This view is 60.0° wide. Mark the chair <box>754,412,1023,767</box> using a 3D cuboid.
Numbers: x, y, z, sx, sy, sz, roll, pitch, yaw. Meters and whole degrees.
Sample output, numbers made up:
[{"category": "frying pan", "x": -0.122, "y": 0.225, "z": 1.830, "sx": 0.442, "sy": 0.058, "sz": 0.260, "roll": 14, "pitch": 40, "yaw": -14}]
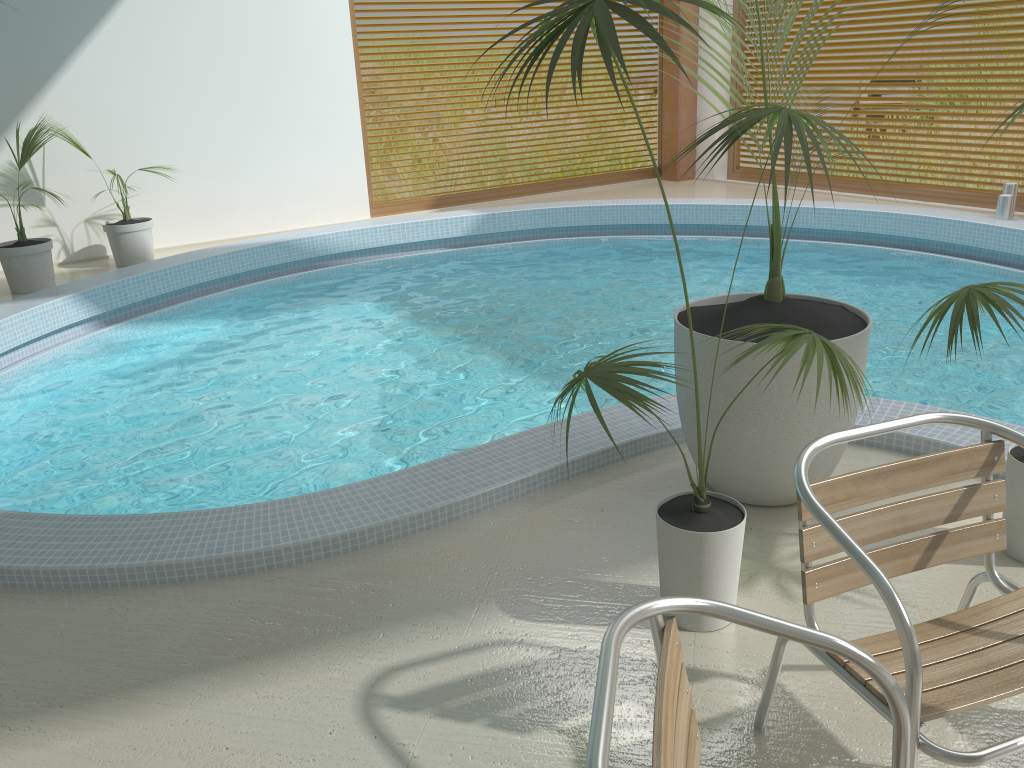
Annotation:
[{"category": "chair", "x": 0.918, "y": 0.510, "z": 1.839, "sx": 0.618, "sy": 0.727, "sz": 0.563, "roll": -10, "pitch": 21, "yaw": -18}]

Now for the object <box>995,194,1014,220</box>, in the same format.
[{"category": "object", "x": 4.106, "y": -1.480, "z": 7.391, "sx": 0.115, "sy": 0.204, "sz": 0.115, "roll": 0, "pitch": 20, "yaw": 9}]

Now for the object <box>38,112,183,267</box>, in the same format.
[{"category": "object", "x": -3.328, "y": -1.653, "z": 7.513, "sx": 1.067, "sy": 1.310, "sz": 0.822, "roll": -10, "pitch": 21, "yaw": -18}]

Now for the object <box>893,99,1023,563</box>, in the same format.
[{"category": "object", "x": 1.695, "y": -0.280, "z": 2.502, "sx": 1.059, "sy": 1.695, "sz": 0.791, "roll": 17, "pitch": 28, "yaw": 42}]

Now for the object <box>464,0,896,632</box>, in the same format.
[{"category": "object", "x": 0.442, "y": -0.112, "z": 2.215, "sx": 1.059, "sy": 1.695, "sz": 0.791, "roll": -1, "pitch": 20, "yaw": 4}]

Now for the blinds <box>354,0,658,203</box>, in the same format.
[{"category": "blinds", "x": -0.016, "y": -4.244, "z": 10.110, "sx": 4.500, "sy": 4.025, "sz": 0.099, "roll": -15, "pitch": 23, "yaw": -29}]

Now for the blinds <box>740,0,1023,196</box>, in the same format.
[{"category": "blinds", "x": 3.885, "y": -3.468, "z": 9.081, "sx": 0.095, "sy": 2.921, "sz": 4.200, "roll": -15, "pitch": 23, "yaw": -29}]

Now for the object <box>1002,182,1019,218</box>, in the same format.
[{"category": "object", "x": 4.310, "y": -1.579, "z": 7.699, "sx": 0.115, "sy": 0.320, "sz": 0.115, "roll": 3, "pitch": 21, "yaw": 16}]

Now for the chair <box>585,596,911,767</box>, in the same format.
[{"category": "chair", "x": 0.402, "y": 0.753, "z": 1.244, "sx": 0.563, "sy": 0.727, "sz": 0.618, "roll": 1, "pitch": 20, "yaw": 10}]

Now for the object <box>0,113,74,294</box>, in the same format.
[{"category": "object", "x": -3.735, "y": -1.372, "z": 6.799, "sx": 0.822, "sy": 1.310, "sz": 1.067, "roll": 0, "pitch": 20, "yaw": 8}]

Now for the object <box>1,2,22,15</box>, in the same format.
[{"category": "object", "x": -4.674, "y": -1.628, "z": 5.211, "sx": 2.979, "sy": 2.960, "sz": 2.729, "roll": 13, "pitch": 25, "yaw": 36}]

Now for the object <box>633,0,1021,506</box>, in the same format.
[{"category": "object", "x": 0.983, "y": -0.981, "z": 2.659, "sx": 2.979, "sy": 2.960, "sz": 2.729, "roll": -8, "pitch": 21, "yaw": -13}]
